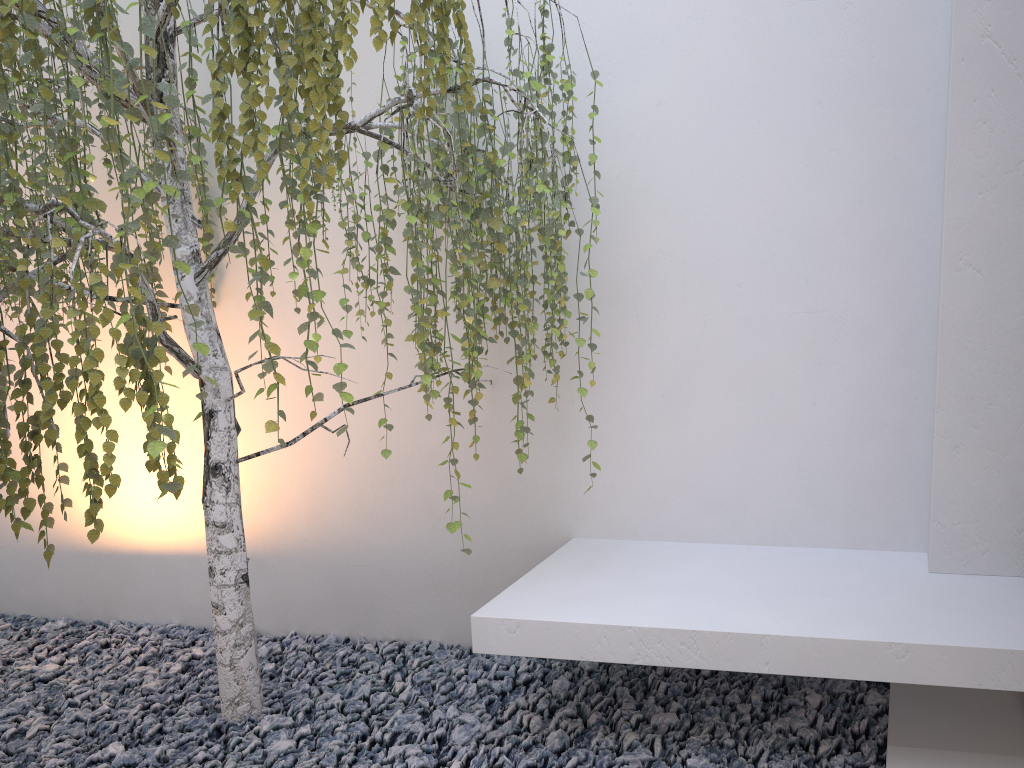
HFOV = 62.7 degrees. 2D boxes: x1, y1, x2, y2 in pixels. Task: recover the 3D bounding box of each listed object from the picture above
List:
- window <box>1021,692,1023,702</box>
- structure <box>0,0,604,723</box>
[{"bbox_3d":[0.878,-0.526,0.991,0.046,3.299,3.030,1,9,25],"label":"window"},{"bbox_3d":[-1.009,-0.941,1.884,2.303,4.046,1.842,-1,10,13],"label":"structure"}]
